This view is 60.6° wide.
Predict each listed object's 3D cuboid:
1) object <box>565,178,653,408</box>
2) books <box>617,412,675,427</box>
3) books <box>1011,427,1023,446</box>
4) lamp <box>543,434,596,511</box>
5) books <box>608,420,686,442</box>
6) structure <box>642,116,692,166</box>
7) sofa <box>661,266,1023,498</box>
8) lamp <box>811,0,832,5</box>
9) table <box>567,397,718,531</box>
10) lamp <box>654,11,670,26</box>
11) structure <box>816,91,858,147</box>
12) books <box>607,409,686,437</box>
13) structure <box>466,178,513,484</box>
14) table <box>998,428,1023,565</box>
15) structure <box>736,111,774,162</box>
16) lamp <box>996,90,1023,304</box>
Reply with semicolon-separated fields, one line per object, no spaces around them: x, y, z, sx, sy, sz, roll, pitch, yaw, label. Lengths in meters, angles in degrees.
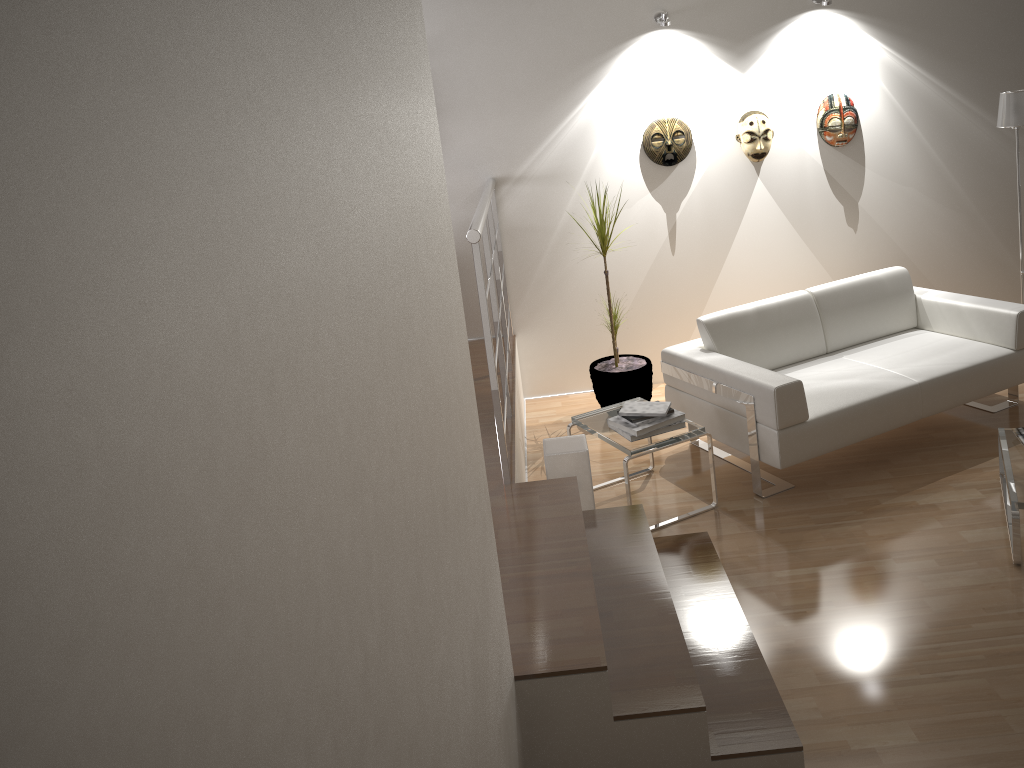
0.569;-0.494;5.200;0.439;1.433;0.517;-5;11;15;object
0.621;0.142;4.061;0.220;0.014;0.154;-17;20;-27;books
2.304;0.228;3.706;0.291;0.054;0.211;-2;18;16;books
0.262;0.488;3.829;0.199;0.467;0.198;-7;11;2;lamp
0.626;0.187;4.069;0.290;0.026;0.233;-13;18;-18;books
0.989;-1.533;5.544;0.316;0.307;0.071;-7;10;2;structure
1.795;-0.104;4.652;1.804;0.718;0.925;-14;16;-23;sofa
1.898;-2.360;5.350;0.080;0.105;0.197;-7;16;2;lamp
0.610;0.370;4.186;0.470;0.388;0.562;-13;16;-22;table
0.927;-2.245;5.375;0.080;0.105;0.197;-7;16;2;lamp
2.064;-1.667;5.521;0.264;0.345;0.077;-7;10;2;structure
0.623;0.162;4.064;0.292;0.026;0.231;-17;20;-27;books
-0.078;-0.456;4.566;0.057;1.016;2.407;-7;16;3;structure
2.363;0.448;3.487;0.700;0.242;0.823;1;19;26;table
1.543;-1.555;5.511;0.242;0.320;0.134;-7;11;2;structure
3.060;-0.883;5.115;0.364;1.624;0.215;-4;10;22;lamp
